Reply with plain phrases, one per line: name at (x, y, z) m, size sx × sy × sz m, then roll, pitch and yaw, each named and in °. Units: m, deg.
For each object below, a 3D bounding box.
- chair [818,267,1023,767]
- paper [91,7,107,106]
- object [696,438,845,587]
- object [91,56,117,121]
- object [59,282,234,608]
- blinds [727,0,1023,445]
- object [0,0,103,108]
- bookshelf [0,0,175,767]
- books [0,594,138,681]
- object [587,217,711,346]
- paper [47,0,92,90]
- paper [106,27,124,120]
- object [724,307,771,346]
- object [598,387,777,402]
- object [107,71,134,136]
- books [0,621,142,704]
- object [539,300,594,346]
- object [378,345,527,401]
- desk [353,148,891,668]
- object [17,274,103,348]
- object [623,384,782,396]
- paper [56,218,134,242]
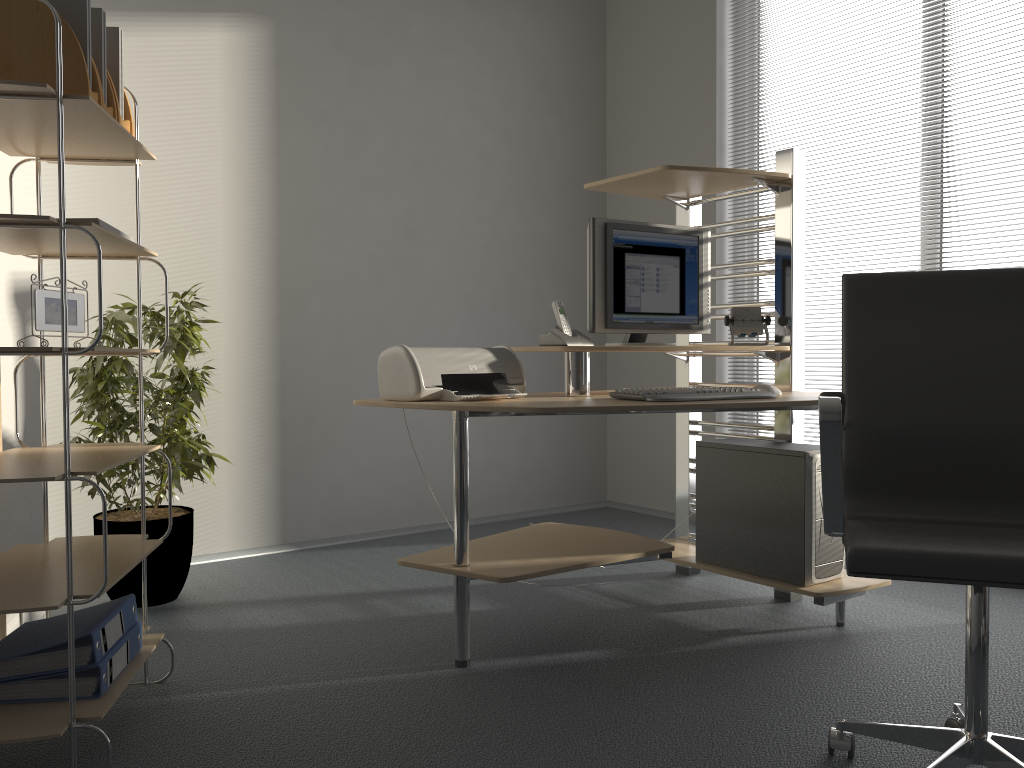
chair at (0.904, 0.277, 1.725) m, size 0.584 × 1.048 × 0.652 m, roll 0°, pitch 2°, yaw 19°
paper at (-1.063, -0.728, 2.071) m, size 0.213 × 0.297 × 0.045 m, roll -1°, pitch 2°, yaw -9°
object at (0.861, 0.413, 2.972) m, size 0.199 × 0.422 × 0.471 m, roll -2°, pitch 2°, yaw -36°
object at (-1.058, -0.708, 2.051) m, size 0.243 × 0.259 × 0.113 m, roll -1°, pitch 2°, yaw -9°
object at (-1.280, 0.203, 3.150) m, size 0.544 × 1.147 × 0.644 m, roll -1°, pitch 2°, yaw -7°
blinds at (1.667, -0.738, 3.641) m, size 0.037 × 2.749 × 1.950 m, roll -2°, pitch 2°, yaw -36°
object at (-1.036, -0.704, 1.930) m, size 0.243 × 0.259 × 0.113 m, roll -1°, pitch 2°, yaw -11°
bookshelf at (-1.043, 0.020, 2.017) m, size 0.381 × 1.572 × 0.724 m, roll -1°, pitch 2°, yaw -9°
books at (-1.034, 0.575, 2.022) m, size 0.263 × 0.100 × 0.320 m, roll -1°, pitch 2°, yaw -8°
object at (0.457, -0.339, 3.085) m, size 0.516 × 0.418 × 0.245 m, roll -1°, pitch 2°, yaw -21°
paper at (-1.042, -0.725, 1.949) m, size 0.213 × 0.297 × 0.045 m, roll -1°, pitch 2°, yaw -11°
paper at (-1.076, -0.732, 2.195) m, size 0.213 × 0.297 × 0.045 m, roll 0°, pitch 2°, yaw -6°
object at (0.816, -0.200, 3.080) m, size 0.154 × 0.135 × 0.093 m, roll 0°, pitch 2°, yaw 0°
object at (0.402, 0.047, 2.847) m, size 0.478 × 0.082 × 0.814 m, roll -1°, pitch 2°, yaw -29°
object at (-1.072, -0.712, 2.175) m, size 0.243 × 0.259 × 0.113 m, roll 0°, pitch 2°, yaw -6°
books at (-1.024, 0.630, 2.025) m, size 0.262 × 0.072 × 0.320 m, roll -1°, pitch 2°, yaw -8°
object at (0.173, -0.197, 2.851) m, size 0.119 × 0.151 × 0.150 m, roll 1°, pitch 2°, yaw 40°
object at (-0.123, -0.036, 2.631) m, size 0.438 × 0.162 × 0.351 m, roll -2°, pitch 2°, yaw -44°
desk at (0.389, -0.010, 2.710) m, size 1.469 × 1.566 × 0.967 m, roll -2°, pitch 2°, yaw -36°
object at (-1.020, -0.161, 2.006) m, size 0.077 × 0.161 × 0.192 m, roll 0°, pitch 2°, yaw 10°
object at (0.660, 0.036, 3.072) m, size 0.168 × 0.088 × 0.742 m, roll -1°, pitch 2°, yaw -34°
paper at (-1.046, -0.349, 2.102) m, size 0.213 × 0.046 × 0.297 m, roll -1°, pitch 2°, yaw -9°
